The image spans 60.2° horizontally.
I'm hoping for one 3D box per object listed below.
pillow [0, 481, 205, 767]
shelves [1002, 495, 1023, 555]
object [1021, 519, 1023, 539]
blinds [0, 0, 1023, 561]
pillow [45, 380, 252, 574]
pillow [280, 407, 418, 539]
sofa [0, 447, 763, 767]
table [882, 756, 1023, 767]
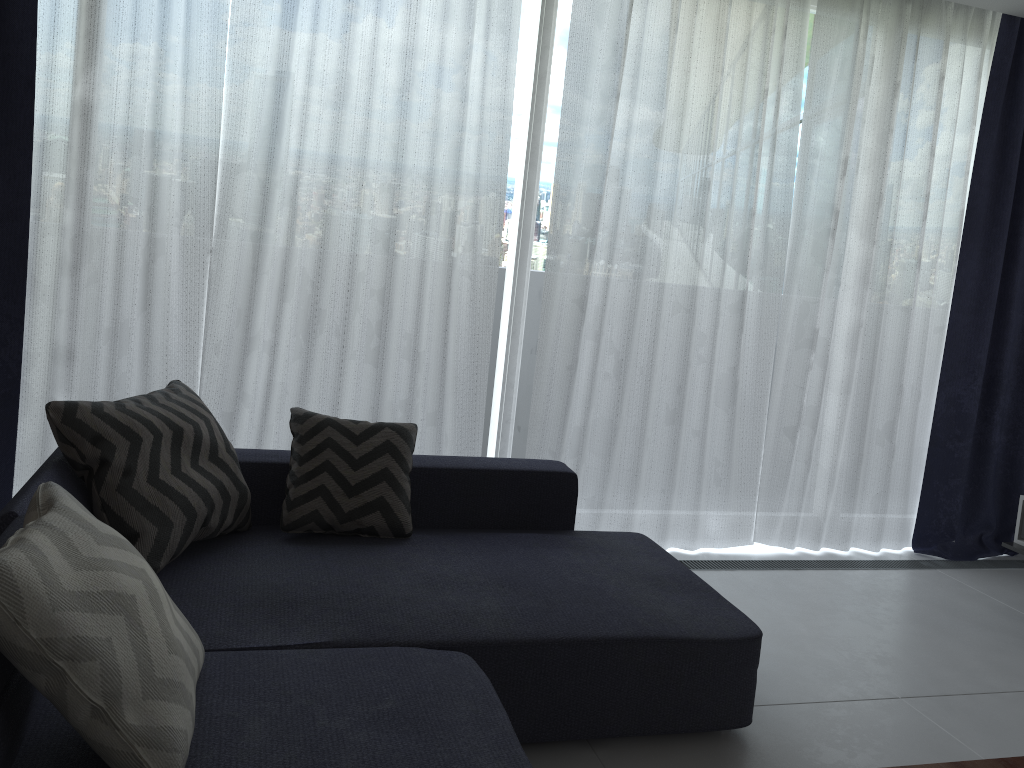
[{"bbox_3d":[-0.724,0.426,1.569,0.342,0.385,0.500,4,7,-17],"label":"pillow"},{"bbox_3d":[2.629,0.898,2.415,0.871,0.495,2.374,4,8,-17],"label":"shelves"},{"bbox_3d":[2.181,0.570,3.270,0.368,0.149,0.373,4,8,-17],"label":"object"},{"bbox_3d":[0.778,-0.226,1.025,7.122,2.754,5.858,4,8,-13],"label":"blinds"},{"bbox_3d":[-0.984,0.285,2.459,0.356,0.515,0.601,7,6,13],"label":"pillow"},{"bbox_3d":[-0.503,0.279,2.766,0.414,0.342,0.289,5,6,-12],"label":"pillow"},{"bbox_3d":[-0.087,0.676,1.673,1.895,0.604,2.903,4,9,-17],"label":"sofa"},{"bbox_3d":[0.928,0.960,1.331,0.804,0.350,0.809,4,8,-17],"label":"table"}]
